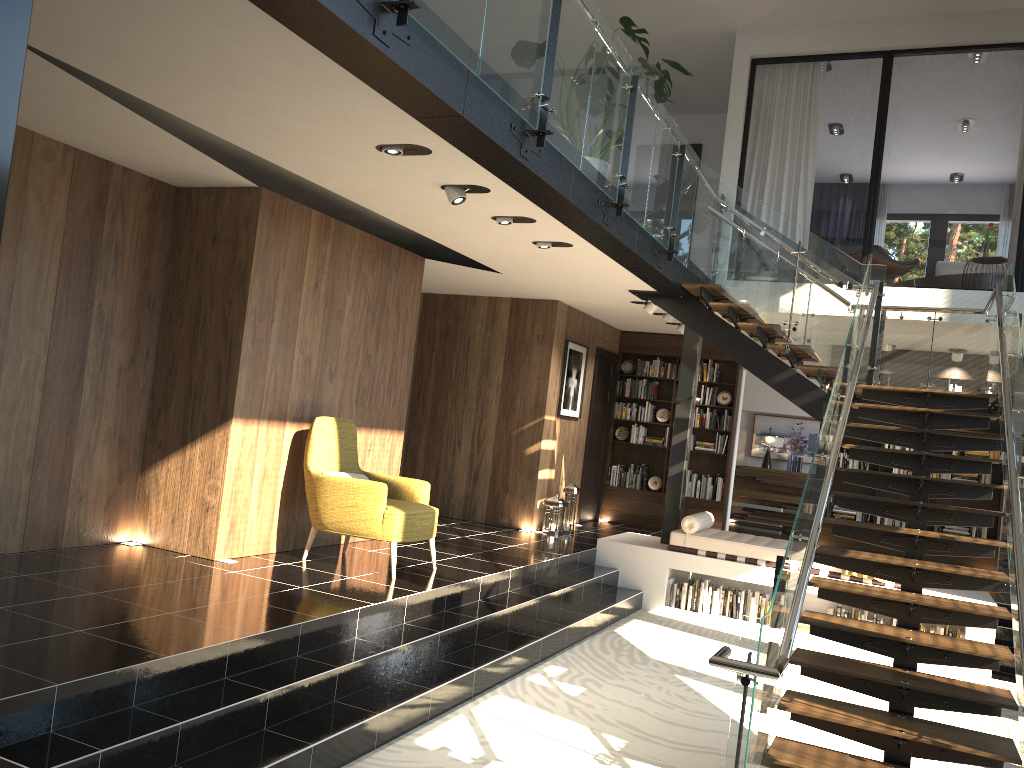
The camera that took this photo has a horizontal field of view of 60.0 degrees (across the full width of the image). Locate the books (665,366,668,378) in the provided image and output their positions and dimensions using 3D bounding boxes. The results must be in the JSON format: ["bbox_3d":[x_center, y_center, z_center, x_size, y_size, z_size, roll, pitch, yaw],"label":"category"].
[{"bbox_3d":[2.165,-0.160,12.321,0.029,0.172,0.187,6,-2,24],"label":"books"}]

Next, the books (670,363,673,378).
[{"bbox_3d":[2.228,-0.173,12.307,0.039,0.212,0.172,6,-2,24],"label":"books"}]

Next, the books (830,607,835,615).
[{"bbox_3d":[3.112,2.317,8.642,0.030,0.273,0.168,6,-2,24],"label":"books"}]

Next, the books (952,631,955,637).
[{"bbox_3d":[4.072,2.420,8.211,0.019,0.255,0.180,6,-2,24],"label":"books"}]

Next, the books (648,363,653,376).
[{"bbox_3d":[1.959,-0.193,12.466,0.025,0.203,0.156,6,-2,24],"label":"books"}]

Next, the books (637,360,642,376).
[{"bbox_3d":[1.807,-0.217,12.474,0.024,0.216,0.210,6,-2,24],"label":"books"}]

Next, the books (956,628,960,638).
[{"bbox_3d":[4.105,2.408,8.204,0.043,0.287,0.147,6,-2,25],"label":"books"}]

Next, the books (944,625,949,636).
[{"bbox_3d":[4.021,2.378,8.236,0.042,0.328,0.205,6,-2,24],"label":"books"}]

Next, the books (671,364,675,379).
[{"bbox_3d":[2.250,-0.166,12.281,0.023,0.202,0.202,6,-2,24],"label":"books"}]

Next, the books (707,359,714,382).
[{"bbox_3d":[2.706,-0.171,12.078,0.017,0.302,0.267,6,-2,24],"label":"books"}]

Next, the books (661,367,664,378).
[{"bbox_3d":[2.123,-0.150,12.387,0.040,0.149,0.126,6,-2,24],"label":"books"}]

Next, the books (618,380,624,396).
[{"bbox_3d":[1.548,0.065,12.586,0.023,0.231,0.143,6,-2,24],"label":"books"}]

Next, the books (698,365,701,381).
[{"bbox_3d":[2.577,-0.142,12.188,0.042,0.223,0.163,6,-2,24],"label":"books"}]

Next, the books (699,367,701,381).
[{"bbox_3d":[2.606,-0.123,12.171,0.029,0.190,0.177,6,-2,24],"label":"books"}]

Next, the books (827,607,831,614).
[{"bbox_3d":[3.098,2.322,8.679,0.026,0.263,0.156,6,-2,24],"label":"books"}]

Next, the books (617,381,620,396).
[{"bbox_3d":[1.534,0.073,12.612,0.023,0.215,0.148,6,-2,24],"label":"books"}]

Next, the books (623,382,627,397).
[{"bbox_3d":[1.626,0.086,12.543,0.025,0.204,0.192,6,-2,24],"label":"books"}]

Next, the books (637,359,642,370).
[{"bbox_3d":[1.805,-0.225,12.516,0.017,0.233,0.200,6,-2,24],"label":"books"}]

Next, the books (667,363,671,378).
[{"bbox_3d":[2.201,-0.175,12.328,0.027,0.212,0.181,6,-2,24],"label":"books"}]

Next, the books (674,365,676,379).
[{"bbox_3d":[2.285,-0.157,12.302,0.024,0.194,0.183,6,-2,24],"label":"books"}]

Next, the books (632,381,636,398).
[{"bbox_3d":[1.724,0.076,12.479,0.039,0.243,0.180,6,-2,24],"label":"books"}]

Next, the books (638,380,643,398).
[{"bbox_3d":[1.819,0.081,12.474,0.032,0.255,0.160,6,-2,24],"label":"books"}]

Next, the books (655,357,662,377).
[{"bbox_3d":[2.047,-0.225,12.364,0.012,0.278,0.228,6,-2,24],"label":"books"}]

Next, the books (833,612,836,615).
[{"bbox_3d":[3.142,2.344,8.644,0.027,0.226,0.165,6,-2,24],"label":"books"}]

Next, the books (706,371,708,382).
[{"bbox_3d":[2.697,-0.118,12.118,0.021,0.197,0.200,6,-2,24],"label":"books"}]

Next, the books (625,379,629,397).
[{"bbox_3d":[1.655,0.064,12.531,0.035,0.255,0.183,6,-2,24],"label":"books"}]

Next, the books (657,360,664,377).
[{"bbox_3d":[2.070,-0.205,12.379,0.020,0.245,0.228,6,-2,24],"label":"books"}]

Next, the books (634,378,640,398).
[{"bbox_3d":[1.764,0.059,12.495,0.015,0.287,0.154,6,-2,24],"label":"books"}]

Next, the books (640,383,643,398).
[{"bbox_3d":[1.841,0.100,12.459,0.024,0.220,0.124,6,-2,24],"label":"books"}]

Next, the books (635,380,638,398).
[{"bbox_3d":[1.776,0.076,12.486,0.018,0.256,0.172,6,-2,24],"label":"books"}]

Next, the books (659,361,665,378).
[{"bbox_3d":[2.092,-0.197,12.381,0.020,0.235,0.206,6,-2,24],"label":"books"}]

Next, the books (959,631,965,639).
[{"bbox_3d":[4.125,2.420,8.153,0.037,0.264,0.272,6,-2,24],"label":"books"}]

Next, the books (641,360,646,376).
[{"bbox_3d":[1.859,-0.214,12.479,0.026,0.222,0.202,6,-2,24],"label":"books"}]

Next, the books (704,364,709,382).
[{"bbox_3d":[2.666,-0.146,12.146,0.064,0.247,0.209,6,-2,24],"label":"books"}]

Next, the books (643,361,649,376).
[{"bbox_3d":[1.900,-0.207,12.467,0.059,0.216,0.159,6,-2,24],"label":"books"}]

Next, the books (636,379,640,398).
[{"bbox_3d":[1.786,0.071,12.461,0.019,0.264,0.175,6,-2,24],"label":"books"}]

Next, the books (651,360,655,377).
[{"bbox_3d":[2.003,-0.205,12.396,0.039,0.230,0.205,6,-2,24],"label":"books"}]

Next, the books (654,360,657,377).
[{"bbox_3d":[2.028,-0.207,12.372,0.025,0.239,0.220,6,-2,24],"label":"books"}]

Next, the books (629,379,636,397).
[{"bbox_3d":[1.704,0.066,12.511,0.027,0.260,0.181,6,-2,24],"label":"books"}]

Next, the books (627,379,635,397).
[{"bbox_3d":[1.680,0.060,12.516,0.022,0.267,0.198,6,-2,24],"label":"books"}]

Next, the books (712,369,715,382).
[{"bbox_3d":[2.766,-0.105,12.084,0.027,0.186,0.220,6,-2,24],"label":"books"}]

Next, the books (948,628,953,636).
[{"bbox_3d":[4.046,2.408,8.210,0.030,0.273,0.186,6,-2,24],"label":"books"}]

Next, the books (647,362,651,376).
[{"bbox_3d":[1.935,-0.201,12.458,0.014,0.212,0.184,6,-2,24],"label":"books"}]

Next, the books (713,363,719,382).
[{"bbox_3d":[2.780,-0.143,12.057,0.013,0.262,0.217,6,-2,24],"label":"books"}]

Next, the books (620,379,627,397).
[{"bbox_3d":[1.598,0.059,12.586,0.066,0.254,0.127,6,-2,24],"label":"books"}]

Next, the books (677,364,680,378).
[{"bbox_3d":[2.332,-0.161,12.308,0.023,0.213,0.194,6,-2,24],"label":"books"}]

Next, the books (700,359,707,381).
[{"bbox_3d":[2.616,-0.181,12.125,0.015,0.303,0.252,6,-2,24],"label":"books"}]

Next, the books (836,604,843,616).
[{"bbox_3d":[3.167,2.300,8.606,0.042,0.316,0.209,6,-2,24],"label":"books"}]

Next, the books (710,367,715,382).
[{"bbox_3d":[2.750,-0.122,12.122,0.037,0.218,0.144,6,-2,24],"label":"books"}]

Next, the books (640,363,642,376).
[{"bbox_3d":[1.843,-0.194,12.506,0.020,0.180,0.153,6,-2,24],"label":"books"}]

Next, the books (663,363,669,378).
[{"bbox_3d":[2.155,-0.182,12.364,0.030,0.217,0.166,6,-2,24],"label":"books"}]

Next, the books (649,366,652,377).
[{"bbox_3d":[1.973,-0.170,12.427,0.035,0.156,0.186,6,-2,24],"label":"books"}]

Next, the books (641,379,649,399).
[{"bbox_3d":[1.864,0.075,12.435,0.033,0.273,0.189,6,-2,24],"label":"books"}]

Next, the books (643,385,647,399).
[{"bbox_3d":[1.880,0.119,12.412,0.025,0.188,0.181,6,-2,24],"label":"books"}]

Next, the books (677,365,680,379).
[{"bbox_3d":[2.333,-0.158,12.257,0.021,0.204,0.224,6,-2,24],"label":"books"}]
